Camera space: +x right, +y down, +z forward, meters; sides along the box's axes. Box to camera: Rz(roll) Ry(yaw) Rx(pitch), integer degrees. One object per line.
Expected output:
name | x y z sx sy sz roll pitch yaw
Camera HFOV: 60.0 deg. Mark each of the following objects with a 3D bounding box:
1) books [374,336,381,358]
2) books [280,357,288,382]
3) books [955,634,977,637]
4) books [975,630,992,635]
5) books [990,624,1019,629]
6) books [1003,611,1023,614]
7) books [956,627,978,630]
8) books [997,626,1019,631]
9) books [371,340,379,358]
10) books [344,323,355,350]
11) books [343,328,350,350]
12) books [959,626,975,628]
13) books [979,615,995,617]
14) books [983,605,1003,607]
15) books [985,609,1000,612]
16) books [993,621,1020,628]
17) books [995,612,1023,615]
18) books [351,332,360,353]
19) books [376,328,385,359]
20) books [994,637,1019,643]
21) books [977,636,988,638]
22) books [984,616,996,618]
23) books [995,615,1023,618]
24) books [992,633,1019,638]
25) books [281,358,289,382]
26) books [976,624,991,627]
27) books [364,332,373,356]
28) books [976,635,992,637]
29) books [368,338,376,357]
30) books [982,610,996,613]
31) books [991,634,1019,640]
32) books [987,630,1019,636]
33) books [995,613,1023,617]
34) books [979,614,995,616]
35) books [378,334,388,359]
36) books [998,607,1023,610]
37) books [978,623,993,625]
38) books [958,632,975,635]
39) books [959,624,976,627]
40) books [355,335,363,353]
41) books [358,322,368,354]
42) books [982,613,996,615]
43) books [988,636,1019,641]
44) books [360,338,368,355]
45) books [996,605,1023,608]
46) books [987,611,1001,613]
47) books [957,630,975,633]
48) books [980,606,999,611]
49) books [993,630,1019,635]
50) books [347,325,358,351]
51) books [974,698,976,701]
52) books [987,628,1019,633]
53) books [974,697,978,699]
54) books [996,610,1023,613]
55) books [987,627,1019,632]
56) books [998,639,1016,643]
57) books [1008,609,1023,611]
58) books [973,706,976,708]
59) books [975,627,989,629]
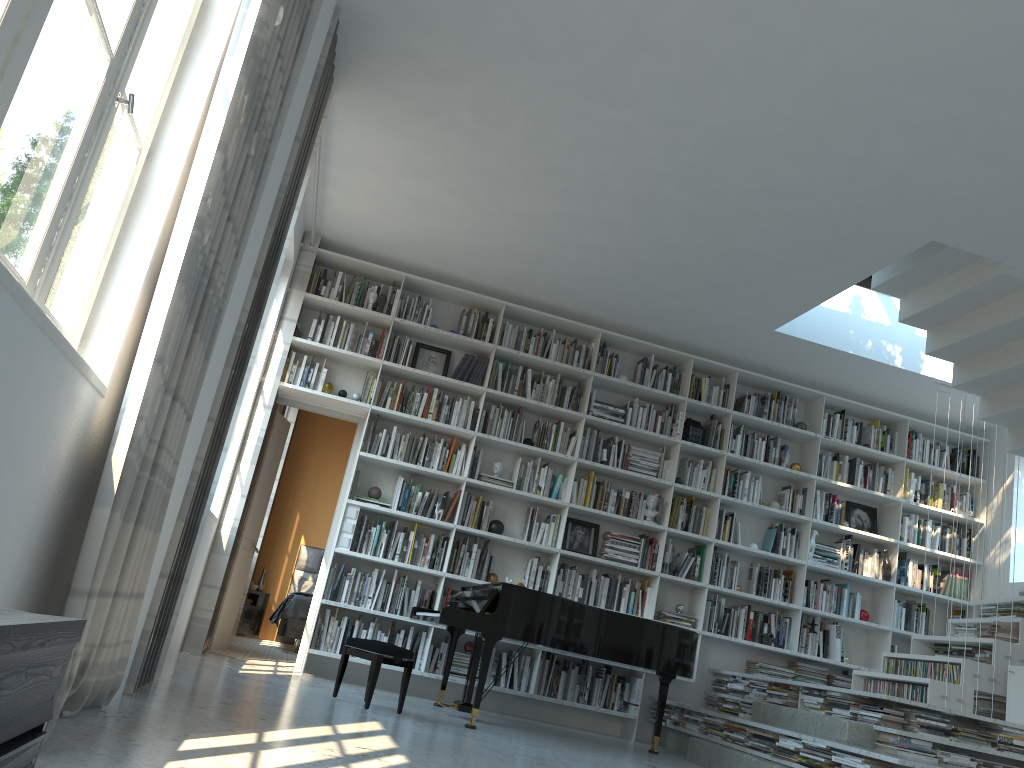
books | -1.086 -0.257 7.099 0.014 0.235 0.144 15 -16 -10
books | -1.772 -0.081 6.863 0.013 0.227 0.179 15 -16 -10
books | 3.483 1.901 6.640 0.145 0.012 0.297 15 -17 -11
books | 3.470 1.802 6.359 0.178 0.035 0.222 14 -17 -6
books | 3.461 1.693 6.131 0.254 0.005 0.161 5 -18 21
books | 3.675 1.670 6.413 0.154 0.014 0.197 11 -16 2
books | 3.474 1.852 6.649 0.173 0.011 0.204 17 -17 -15
books | 3.464 1.708 6.142 0.184 0.016 0.179 7 -17 17
books | -1.106 -0.243 7.076 0.026 0.187 0.154 15 -16 -10
books | -1.300 -0.335 7.039 0.025 0.260 0.167 15 -16 -10
books | -1.327 -0.318 7.061 0.011 0.230 0.135 15 -16 -10
books | 3.486 1.843 6.654 0.157 0.014 0.180 16 -17 -14
books | 3.686 1.767 6.694 0.184 0.006 0.263 11 -17 4
books | 3.706 1.699 6.713 0.165 0.014 0.236 10 -17 6
books | 3.716 1.731 6.704 0.136 0.017 0.299 10 -17 5
books | 3.467 1.682 6.142 0.233 0.025 0.158 4 -18 26
books | 3.662 1.678 6.410 0.187 0.009 0.262 12 -16 -1
books | -1.255 -0.293 7.059 0.028 0.211 0.139 15 -16 -10
books | -1.064 -0.284 7.098 0.014 0.293 0.173 15 -16 -10
books | 3.448 1.781 6.119 0.215 0.013 0.190 5 -18 21
books | 3.459 1.836 6.378 0.139 0.013 0.155 14 -17 -8
books | 3.683 1.782 6.689 0.166 0.018 0.265 10 -17 8
books | 3.650 1.700 6.403 0.182 0.013 0.288 11 -17 3
books | 3.449 1.746 6.113 0.214 0.014 0.139 7 -17 16
books | -1.761 -0.075 6.866 0.013 0.221 0.163 15 -16 -10
books | 3.477 1.758 6.386 0.166 0.017 0.191 14 -17 -8
books | -1.152 -0.280 7.058 0.029 0.228 0.191 15 -16 -10
books | 3.465 1.821 6.357 0.188 0.005 0.182 15 -17 -10
books | -1.134 -0.251 7.085 0.029 0.195 0.146 15 -16 -10
books | 3.693 1.738 6.702 0.168 0.005 0.293 10 -17 7
books | 3.451 1.763 6.122 0.221 0.011 0.181 6 -18 20
books | 3.451 1.736 6.116 0.295 0.006 0.147 5 -18 23
books | 3.652 1.687 6.406 0.191 0.014 0.244 11 -16 2
books | 3.685 1.761 6.696 0.170 0.006 0.269 12 -16 0
books | -1.046 -0.262 7.114 0.037 0.267 0.113 15 -16 -10
books | 3.675 1.641 6.421 0.174 0.009 0.240 12 -16 -1
books | 3.479 1.747 6.395 0.155 0.009 0.155 15 -17 -10
books | 3.488 1.887 6.644 0.143 0.019 0.231 15 -17 -11
books | 3.492 1.830 6.659 0.157 0.014 0.180 16 -17 -12
books | -1.231 -0.277 7.070 0.029 0.197 0.144 15 -16 -10
books | -1.195 -0.327 7.065 0.012 0.302 0.189 15 -16 -10
books | 3.687 1.753 6.698 0.171 0.011 0.232 12 -16 0
books | 3.453 1.776 6.131 0.254 0.007 0.189 7 -17 16
books | -1.191 -0.261 7.067 0.031 0.182 0.151 15 -16 -10
books | 3.668 1.629 6.424 0.191 0.013 0.244 12 -16 0
books | 3.692 1.744 6.700 0.162 0.008 0.290 10 -17 8
books | 3.486 1.869 6.648 0.149 0.016 0.240 16 -17 -12
books | 3.693 1.711 6.710 0.190 0.015 0.231 11 -16 3
books | 3.457 1.733 6.132 0.231 0.011 0.172 4 -18 25
books | -1.274 -0.323 7.042 0.030 0.250 0.166 15 -16 -10
books | 3.772 2.566 7.182 0.177 0.025 0.131 14 -17 -7
books | 3.454 1.719 6.121 0.295 0.007 0.146 6 -17 19
books | 3.780 2.544 7.170 0.242 0.013 0.167 16 -17 -12
books | 3.667 1.658 6.415 0.176 0.007 0.255 13 -16 -2
books | 3.456 1.713 6.123 0.295 0.007 0.146 5 -18 23
books | 3.447 1.795 6.121 0.205 0.012 0.184 7 -17 16
books | 3.683 1.652 6.418 0.144 0.011 0.257 13 -17 -3
books | 3.763 2.616 7.155 0.198 0.014 0.160 15 -17 -11
books | 3.475 1.771 6.381 0.218 0.012 0.156 10 -17 5
